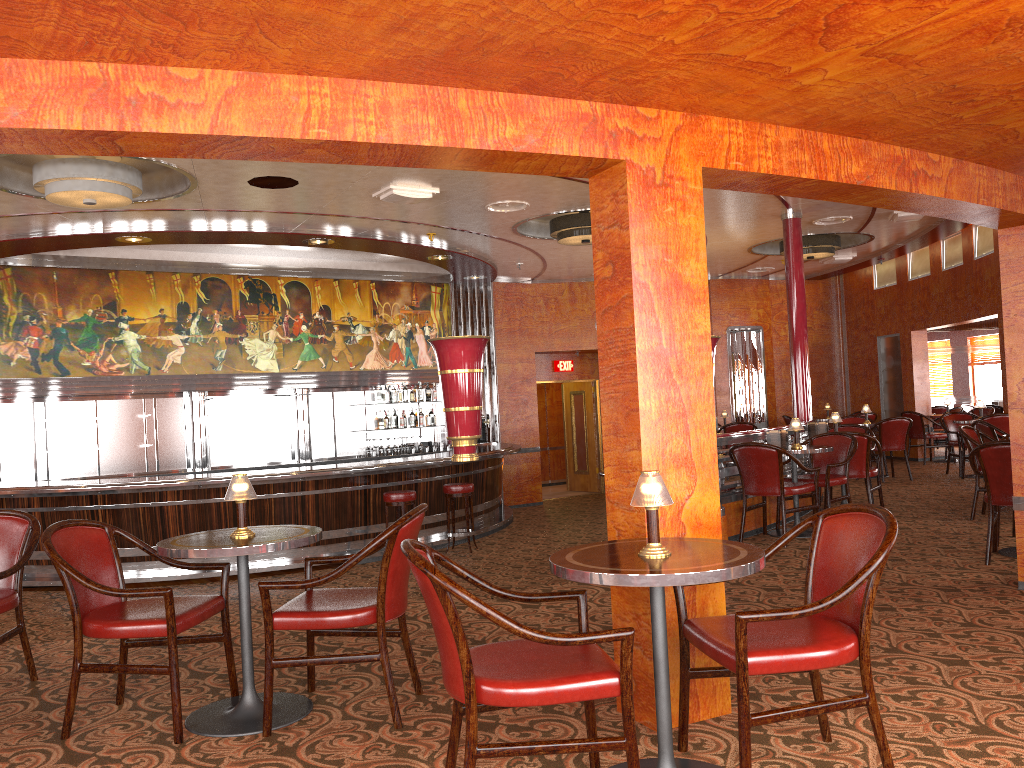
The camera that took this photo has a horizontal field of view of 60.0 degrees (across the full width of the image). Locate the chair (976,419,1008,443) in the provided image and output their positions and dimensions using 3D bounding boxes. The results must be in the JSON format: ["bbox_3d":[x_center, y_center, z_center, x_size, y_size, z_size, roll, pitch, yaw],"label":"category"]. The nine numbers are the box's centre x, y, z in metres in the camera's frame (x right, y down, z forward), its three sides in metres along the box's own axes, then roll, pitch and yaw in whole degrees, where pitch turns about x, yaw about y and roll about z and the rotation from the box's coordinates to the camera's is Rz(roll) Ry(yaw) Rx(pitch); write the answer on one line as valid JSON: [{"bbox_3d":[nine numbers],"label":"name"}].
[{"bbox_3d":[5.015,0.748,8.882,0.615,0.816,0.588,-3,-1,16],"label":"chair"}]

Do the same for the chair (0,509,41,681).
[{"bbox_3d":[-2.499,1.013,4.044,0.588,0.816,0.615,-3,-1,1],"label":"chair"}]

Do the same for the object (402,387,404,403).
[{"bbox_3d":[-1.602,0.160,13.262,0.068,0.235,0.212,-3,-1,-14],"label":"object"}]

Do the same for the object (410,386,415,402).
[{"bbox_3d":[-1.497,0.153,13.259,0.070,0.238,0.070,-3,-1,30],"label":"object"}]

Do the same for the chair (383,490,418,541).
[{"bbox_3d":[-1.167,1.515,9.364,0.350,0.755,0.350,-3,-1,30],"label":"chair"}]

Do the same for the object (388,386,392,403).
[{"bbox_3d":[-1.830,0.159,13.157,0.090,0.256,0.090,-3,-1,-13],"label":"object"}]

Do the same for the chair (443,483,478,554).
[{"bbox_3d":[-0.582,1.500,9.960,0.350,0.755,0.350,-3,-1,7],"label":"chair"}]

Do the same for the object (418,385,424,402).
[{"bbox_3d":[-1.388,0.145,13.506,0.090,0.256,0.090,-3,-1,-28],"label":"object"}]

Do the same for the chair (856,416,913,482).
[{"bbox_3d":[4.798,0.824,11.360,0.588,0.816,0.615,-3,-1,-9],"label":"chair"}]

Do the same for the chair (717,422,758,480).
[{"bbox_3d":[3.213,0.942,12.686,0.588,0.816,0.615,-3,-1,1],"label":"chair"}]

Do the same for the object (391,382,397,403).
[{"bbox_3d":[-1.742,0.128,13.089,0.078,0.305,0.078,-2,-1,-44],"label":"object"}]

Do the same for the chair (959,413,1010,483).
[{"bbox_3d":[5.810,0.755,10.715,0.588,0.816,0.615,-3,-1,6],"label":"chair"}]

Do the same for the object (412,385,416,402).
[{"bbox_3d":[-1.494,0.139,13.378,0.080,0.272,0.080,-3,-1,24],"label":"object"}]

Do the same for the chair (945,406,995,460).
[{"bbox_3d":[7.156,0.765,13.792,0.615,0.816,0.588,-3,-1,-14],"label":"chair"}]

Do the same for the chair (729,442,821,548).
[{"bbox_3d":[2.086,0.854,7.101,0.615,0.816,0.588,-2,-1,-44],"label":"chair"}]

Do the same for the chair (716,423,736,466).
[{"bbox_3d":[3.138,0.978,13.911,0.587,0.816,0.615,-3,-1,-14],"label":"chair"}]

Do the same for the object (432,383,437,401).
[{"bbox_3d":[-1.176,0.120,13.475,0.067,0.282,0.067,-3,-1,-23],"label":"object"}]

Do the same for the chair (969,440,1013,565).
[{"bbox_3d":[3.344,0.754,5.787,0.588,0.816,0.615,-4,-1,41],"label":"chair"}]

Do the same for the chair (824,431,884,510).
[{"bbox_3d":[3.102,0.829,8.161,0.588,0.816,0.615,-3,-1,26],"label":"chair"}]

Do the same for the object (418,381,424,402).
[{"bbox_3d":[-1.372,0.115,13.336,0.078,0.305,0.078,-4,-1,36],"label":"object"}]

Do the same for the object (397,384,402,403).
[{"bbox_3d":[-1.672,0.142,13.138,0.080,0.272,0.080,-2,-1,-41],"label":"object"}]

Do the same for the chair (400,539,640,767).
[{"bbox_3d":[0.004,0.844,2.582,0.615,0.816,0.588,-3,-1,-9],"label":"chair"}]

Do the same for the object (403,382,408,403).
[{"bbox_3d":[-1.586,0.122,13.170,0.078,0.305,0.078,-4,-1,44],"label":"object"}]

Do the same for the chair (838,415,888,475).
[{"bbox_3d":[4.829,0.848,12.318,0.588,0.816,0.615,-3,-1,6],"label":"chair"}]

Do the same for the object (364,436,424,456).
[{"bbox_3d":[-1.701,0.915,13.086,0.951,0.245,0.396,-2,-2,-31],"label":"object"}]

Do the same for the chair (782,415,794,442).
[{"bbox_3d":[4.856,0.912,14.800,0.615,0.816,0.588,-3,-1,1],"label":"chair"}]

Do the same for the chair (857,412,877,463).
[{"bbox_3d":[5.530,0.861,14.230,0.587,0.816,0.615,-3,-1,-19],"label":"chair"}]

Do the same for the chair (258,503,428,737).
[{"bbox_3d":[-0.627,0.903,3.562,0.615,0.816,0.588,-3,-1,6],"label":"chair"}]

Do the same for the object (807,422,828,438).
[{"bbox_3d":[3.034,0.459,8.822,0.195,0.156,0.169,-4,-1,26],"label":"object"}]

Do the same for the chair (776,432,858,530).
[{"bbox_3d":[2.673,0.839,7.692,0.615,0.816,0.588,-2,-1,-39],"label":"chair"}]

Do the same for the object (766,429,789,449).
[{"bbox_3d":[2.217,0.465,7.409,0.169,0.156,0.195,-3,-1,16],"label":"object"}]

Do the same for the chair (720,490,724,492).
[{"bbox_3d":[1.738,1.320,7.744,0.350,0.755,0.350,-3,-1,7],"label":"chair"}]

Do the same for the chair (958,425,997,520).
[{"bbox_3d":[4.250,0.757,7.717,0.615,0.816,0.587,-4,-1,41],"label":"chair"}]

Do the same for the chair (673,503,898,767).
[{"bbox_3d":[0.881,0.804,2.783,0.615,0.816,0.588,-3,-1,-9],"label":"chair"}]

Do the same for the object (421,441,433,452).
[{"bbox_3d":[-1.285,0.943,13.322,0.169,0.156,0.195,-3,-1,-9],"label":"object"}]

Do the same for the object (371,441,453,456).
[{"bbox_3d":[-1.482,0.964,13.291,1.424,0.134,0.403,-2,-2,-29],"label":"object"}]

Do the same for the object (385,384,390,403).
[{"bbox_3d":[-1.829,0.142,13.030,0.067,0.282,0.067,-3,-1,11],"label":"object"}]

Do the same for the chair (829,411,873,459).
[{"bbox_3d":[5.748,0.869,14.947,0.615,0.816,0.588,-3,-1,-24],"label":"chair"}]

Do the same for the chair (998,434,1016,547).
[{"bbox_3d":[3.838,0.746,6.464,0.588,0.816,0.615,-4,-1,36],"label":"chair"}]

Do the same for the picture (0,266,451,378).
[{"bbox_3d":[-3.534,-0.804,11.958,6.253,1.322,0.001,-2,-1,-34],"label":"picture"}]

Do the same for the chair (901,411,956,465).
[{"bbox_3d":[6.300,0.802,13.515,0.615,0.816,0.588,-3,-1,-14],"label":"chair"}]

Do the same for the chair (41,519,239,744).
[{"bbox_3d":[-1.526,0.951,3.595,0.615,0.816,0.588,-3,-1,6],"label":"chair"}]

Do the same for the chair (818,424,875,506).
[{"bbox_3d":[3.501,0.838,9.291,0.588,0.816,0.615,-3,-1,26],"label":"chair"}]

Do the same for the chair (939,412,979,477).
[{"bbox_3d":[5.945,0.770,11.570,0.588,0.816,0.615,-3,-1,1],"label":"chair"}]

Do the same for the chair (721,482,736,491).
[{"bbox_3d":[1.966,1.327,8.428,0.350,0.755,0.350,-3,-1,7],"label":"chair"}]

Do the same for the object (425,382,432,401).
[{"bbox_3d":[-1.267,0.117,13.389,0.090,0.293,0.090,-3,-1,-1],"label":"object"}]
